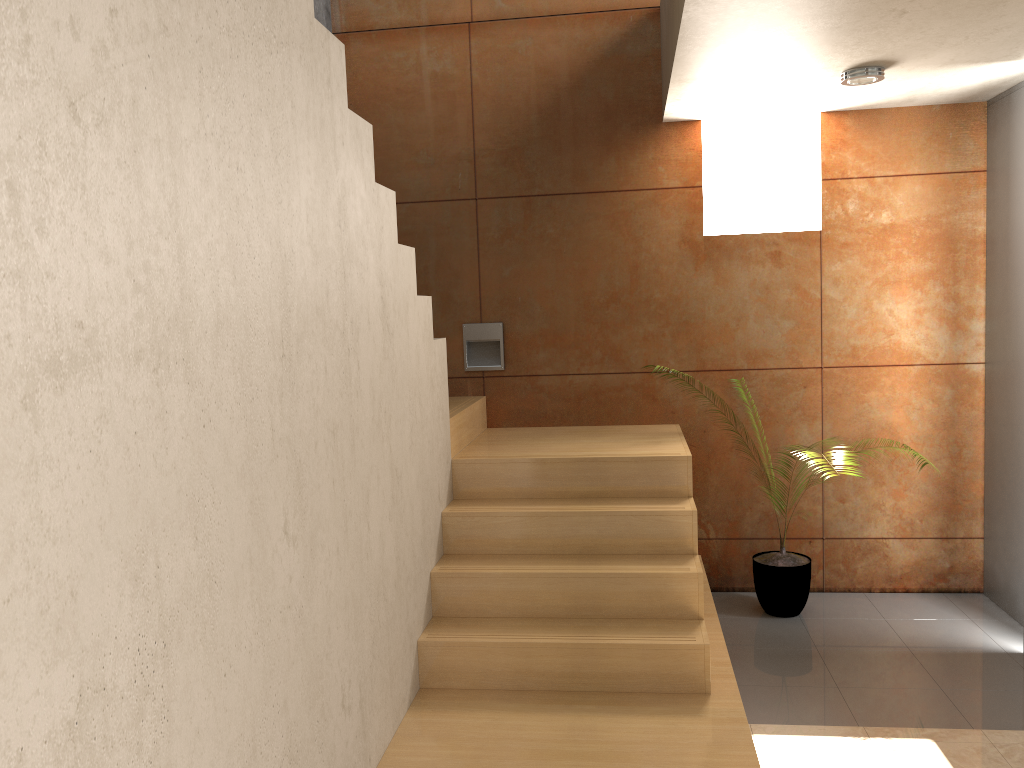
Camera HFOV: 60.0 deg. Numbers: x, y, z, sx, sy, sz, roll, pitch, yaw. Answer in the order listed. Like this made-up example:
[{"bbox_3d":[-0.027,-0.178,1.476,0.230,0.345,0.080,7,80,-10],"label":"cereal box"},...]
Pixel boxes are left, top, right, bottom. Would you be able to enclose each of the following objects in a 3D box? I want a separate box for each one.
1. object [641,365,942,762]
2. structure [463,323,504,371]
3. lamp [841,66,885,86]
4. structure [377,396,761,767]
[{"bbox_3d":[0.586,0.846,1.948,4.200,1.455,6.200,-2,5,8],"label":"object"},{"bbox_3d":[-0.152,-0.207,4.916,0.220,0.260,0.096,-2,5,8],"label":"structure"},{"bbox_3d":[1.486,-1.306,3.759,0.173,0.044,0.173,-1,5,13],"label":"lamp"},{"bbox_3d":[-0.108,0.721,3.750,1.950,1.110,2.400,-2,5,8],"label":"structure"}]
